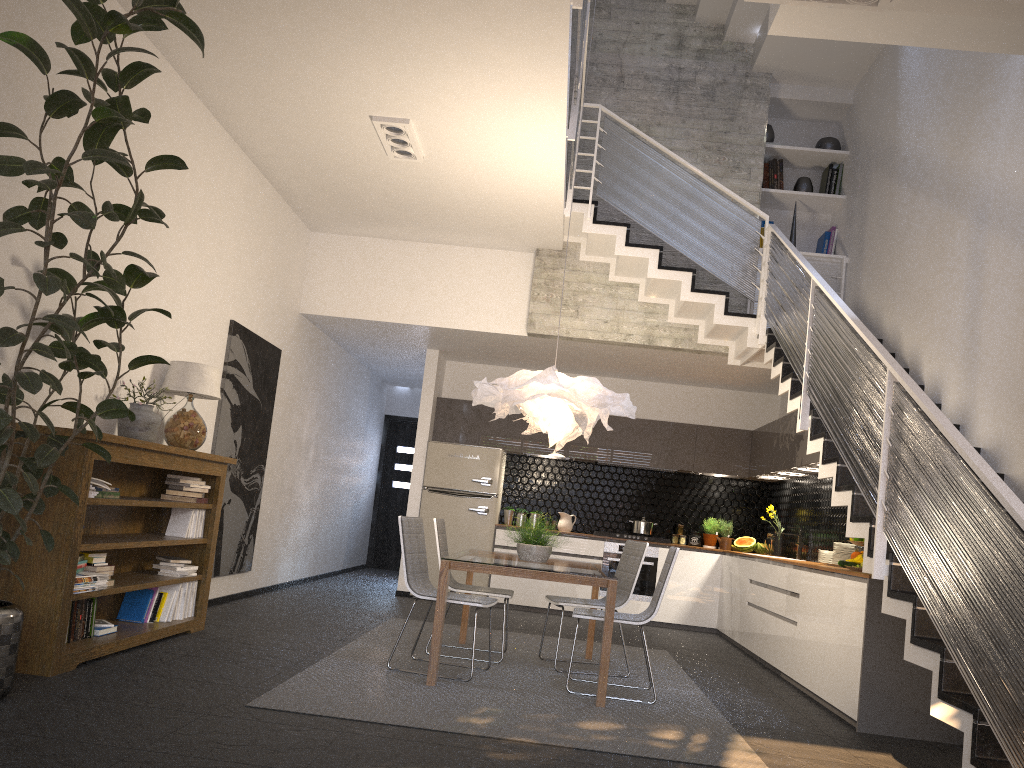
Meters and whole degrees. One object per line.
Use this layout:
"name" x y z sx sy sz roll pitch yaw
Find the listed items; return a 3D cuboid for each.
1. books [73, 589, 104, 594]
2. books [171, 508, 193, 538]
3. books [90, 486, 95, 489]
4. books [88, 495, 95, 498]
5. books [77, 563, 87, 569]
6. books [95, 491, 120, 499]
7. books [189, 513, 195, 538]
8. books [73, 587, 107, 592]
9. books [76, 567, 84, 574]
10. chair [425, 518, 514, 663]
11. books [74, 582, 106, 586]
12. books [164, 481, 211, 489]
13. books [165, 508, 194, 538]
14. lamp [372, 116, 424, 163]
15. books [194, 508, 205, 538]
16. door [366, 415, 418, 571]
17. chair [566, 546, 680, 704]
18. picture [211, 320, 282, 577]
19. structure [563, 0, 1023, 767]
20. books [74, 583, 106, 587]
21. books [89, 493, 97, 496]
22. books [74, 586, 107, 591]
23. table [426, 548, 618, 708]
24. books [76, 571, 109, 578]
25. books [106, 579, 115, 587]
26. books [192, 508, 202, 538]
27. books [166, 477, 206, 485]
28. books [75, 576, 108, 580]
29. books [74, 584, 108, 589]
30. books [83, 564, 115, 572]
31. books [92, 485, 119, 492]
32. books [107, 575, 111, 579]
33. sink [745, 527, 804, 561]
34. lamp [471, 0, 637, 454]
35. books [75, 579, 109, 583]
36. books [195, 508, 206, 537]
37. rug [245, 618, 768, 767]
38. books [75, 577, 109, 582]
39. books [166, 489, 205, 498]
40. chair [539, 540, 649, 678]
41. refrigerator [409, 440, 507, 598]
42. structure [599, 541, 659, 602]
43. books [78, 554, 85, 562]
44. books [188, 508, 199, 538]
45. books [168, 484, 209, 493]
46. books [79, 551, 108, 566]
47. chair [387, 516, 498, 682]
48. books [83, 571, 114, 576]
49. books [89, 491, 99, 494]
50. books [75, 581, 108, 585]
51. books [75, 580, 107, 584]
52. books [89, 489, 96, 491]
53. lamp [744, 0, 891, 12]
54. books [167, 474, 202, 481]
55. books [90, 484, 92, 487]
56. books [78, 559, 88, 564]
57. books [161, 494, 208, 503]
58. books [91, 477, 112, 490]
"books" -2.247 1.040 4.499 0.218 0.008 0.306 6 -8 3
"books" -2.175 0.907 5.813 0.136 0.187 0.018 6 -5 3
"books" -2.271 0.516 4.527 0.253 0.011 0.319 10 -9 -25
"books" -2.269 0.560 4.525 0.253 0.011 0.319 10 -9 -23
"books" -2.305 0.927 4.536 0.175 0.023 0.251 8 -9 -11
"books" -2.250 0.584 4.741 0.179 0.034 0.245 6 -8 7
"books" -2.160 0.926 5.831 0.120 0.158 0.016 6 -5 3
"books" -2.246 1.033 4.497 0.218 0.007 0.307 5 -9 8
"books" -2.308 0.950 4.534 0.175 0.023 0.250 9 -9 -16
"chair" -0.293 1.433 6.208 0.601 0.914 0.478 6 -6 4
"books" -2.249 1.006 4.502 0.218 0.008 0.290 5 -9 9
"books" -2.165 0.674 5.911 0.243 0.019 0.176 2 -10 28
"books" -2.161 0.903 5.756 0.135 0.181 0.078 6 -6 3
"lamp" -0.795 -1.736 6.261 0.253 0.066 0.649 6 -8 4
"books" -2.153 0.933 5.969 0.136 0.187 0.018 6 -5 3
"door" -1.486 1.657 13.215 1.107 2.303 0.161 6 -5 3
"chair" 0.673 1.422 5.406 0.601 0.914 0.478 6 -6 6
"picture" -2.278 0.589 7.455 0.033 2.017 1.240 6 -6 4
"structure" 1.038 -2.014 7.130 4.232 8.263 8.514 6 -7 4
"books" -2.249 1.012 4.501 0.218 0.008 0.290 5 -9 9
"books" -2.273 0.550 4.535 0.253 0.011 0.319 11 -9 -27
"books" -2.245 1.025 4.500 0.218 0.008 0.307 5 -9 8
"table" 0.098 1.522 5.826 0.997 0.710 1.812 6 -8 4
"books" -2.244 0.967 4.515 0.218 0.013 0.307 5 -9 8
"books" -2.303 1.062 4.770 0.243 0.034 0.181 6 -8 5
"books" -2.153 0.925 5.914 0.135 0.188 0.015 6 -5 3
"books" -2.175 0.648 5.896 0.176 0.023 0.243 14 -11 -41
"books" -2.246 0.976 4.513 0.218 0.007 0.307 5 -9 8
"books" -2.243 1.017 4.499 0.218 0.013 0.307 5 -9 8
"books" -2.301 0.985 4.787 0.225 0.029 0.180 6 -8 6
"books" -2.241 0.555 4.735 0.166 0.023 0.229 5 -9 8
"books" -2.308 1.032 4.766 0.227 0.023 0.167 6 -8 2
"sink" 2.553 1.592 8.559 0.489 0.446 0.728 6 -8 4
"lamp" 0.515 -2.111 6.156 1.116 5.184 1.068 5 -6 14
"books" -2.241 0.990 4.510 0.218 0.007 0.307 5 -9 7
"books" -2.150 0.937 5.993 0.135 0.188 0.031 6 -5 3
"rug" 0.053 1.867 5.777 2.370 0.006 3.710 6 -8 4
"books" -2.243 0.983 4.512 0.218 0.007 0.307 5 -9 7
"books" -0.052 -2.093 7.966 0.360 6.672 5.426 1 -8 44
"chair" 0.567 1.523 6.159 0.602 0.914 0.477 8 -6 -11
"refrigerator" -0.587 1.547 9.871 0.829 1.702 0.774 6 -6 3
"structure" 1.273 2.060 9.776 0.587 0.585 0.588 6 -7 3
"books" -2.318 0.887 4.545 0.194 0.028 0.246 9 -9 -16
"books" -2.150 0.915 5.849 0.136 0.187 0.018 6 -5 3
"books" -2.160 0.699 5.911 0.225 0.029 0.180 -2 -12 45
"books" -2.313 0.934 4.786 0.216 0.069 0.159 5 -8 13
"chair" -0.421 1.310 5.483 0.601 0.914 0.478 5 -6 13
"books" -2.314 1.010 4.780 0.243 0.023 0.176 5 -9 10
"books" -2.280 0.541 4.552 0.253 0.011 0.319 11 -10 -29
"books" -2.248 1.002 4.511 0.218 0.006 0.307 5 -9 8
"books" -2.244 0.997 4.507 0.218 0.008 0.290 5 -9 7
"books" -2.271 0.525 4.510 0.253 0.011 0.320 9 -9 -15
"lamp" 1.409 -1.820 4.028 0.644 0.066 0.255 6 -8 3
"books" -2.180 0.625 5.898 0.205 0.022 0.156 8 -9 -11
"books" -2.278 0.503 4.510 0.253 0.011 0.319 10 -9 -25
"books" -2.320 0.908 4.545 0.193 0.014 0.256 8 -9 -8
"books" -2.158 0.758 5.842 0.230 0.034 0.287 7 -8 -4
"books" -2.282 0.489 4.584 0.322 0.108 0.275 0 -10 38
